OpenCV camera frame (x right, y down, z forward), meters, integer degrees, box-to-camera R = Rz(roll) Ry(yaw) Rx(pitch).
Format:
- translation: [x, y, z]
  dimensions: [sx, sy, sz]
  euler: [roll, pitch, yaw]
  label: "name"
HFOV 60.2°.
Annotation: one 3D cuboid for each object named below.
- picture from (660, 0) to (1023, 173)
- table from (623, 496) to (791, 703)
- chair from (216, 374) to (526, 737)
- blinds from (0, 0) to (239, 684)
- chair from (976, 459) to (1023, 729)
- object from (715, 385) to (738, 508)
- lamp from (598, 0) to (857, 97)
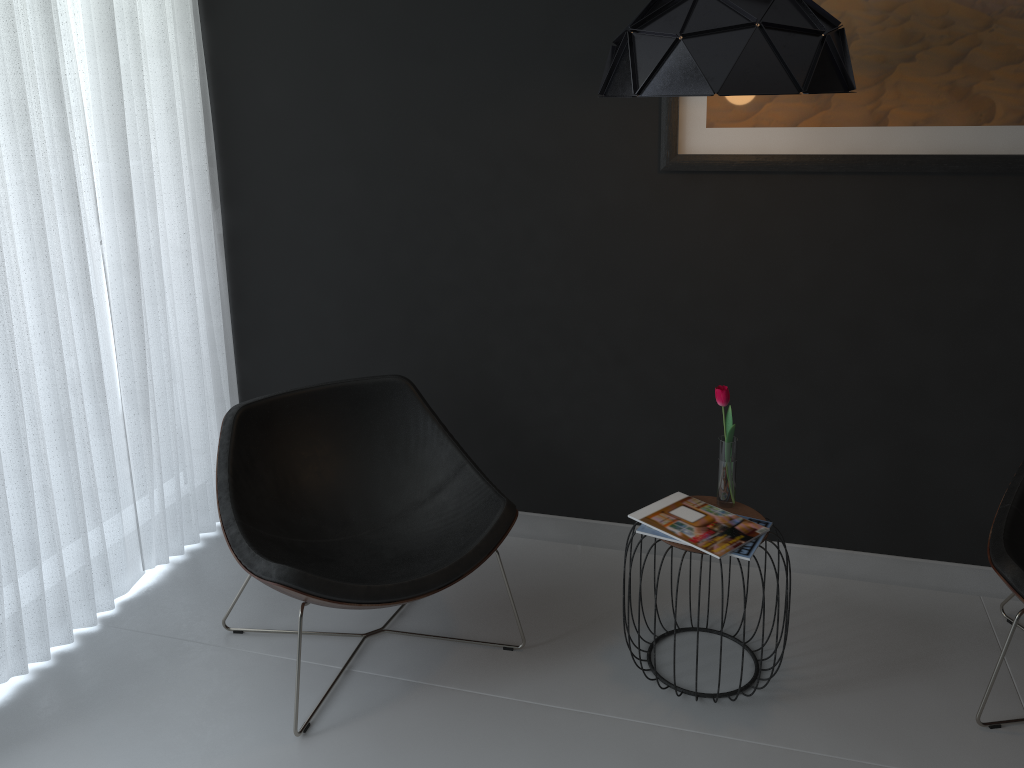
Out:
- translation: [1.392, -0.940, 2.404]
  dimensions: [1.950, 0.708, 0.042]
  euler: [4, 15, 16]
  label: "picture"
- translation: [0.535, 0.583, 2.454]
  dimensions: [0.451, 0.426, 0.461]
  euler: [-3, 16, -5]
  label: "table"
- translation: [-0.433, 0.423, 2.595]
  dimensions: [0.794, 0.677, 0.827]
  euler: [-11, 19, -29]
  label: "chair"
- translation: [-1.347, -0.527, 2.369]
  dimensions: [0.137, 2.642, 1.892]
  euler: [3, 16, 16]
  label: "blinds"
- translation: [1.636, 0.512, 2.202]
  dimensions: [0.795, 0.677, 0.826]
  euler: [11, 21, 36]
  label: "chair"
- translation: [0.601, 0.176, 2.448]
  dimensions: [0.067, 0.348, 0.077]
  euler: [-13, 19, -40]
  label: "object"
- translation: [0.501, -1.124, 2.014]
  dimensions: [0.611, 0.885, 0.592]
  euler: [9, 19, 33]
  label: "lamp"
